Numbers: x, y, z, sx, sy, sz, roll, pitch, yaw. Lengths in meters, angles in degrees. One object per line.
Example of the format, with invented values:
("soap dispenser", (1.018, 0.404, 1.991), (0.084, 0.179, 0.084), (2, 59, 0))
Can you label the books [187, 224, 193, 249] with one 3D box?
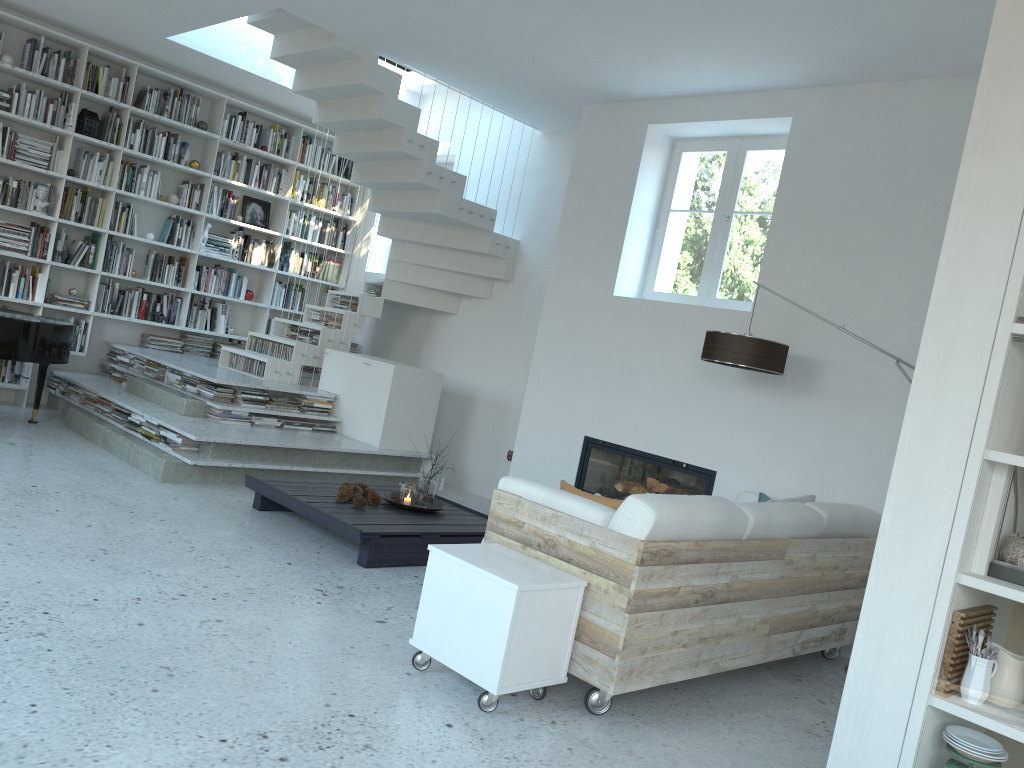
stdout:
("books", (-3.127, -1.416, 8.509), (0.013, 0.245, 0.158), (9, 3, -45))

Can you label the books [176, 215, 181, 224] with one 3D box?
("books", (-3.208, -1.455, 8.428), (0.013, 0.295, 0.153), (9, 4, -45))

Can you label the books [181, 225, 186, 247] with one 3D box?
("books", (-3.165, -1.411, 8.452), (0.012, 0.224, 0.177), (9, 3, -45))

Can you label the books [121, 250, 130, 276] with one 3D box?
("books", (-3.566, -1.114, 8.148), (0.015, 0.238, 0.176), (9, 3, -45))

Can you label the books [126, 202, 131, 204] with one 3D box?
("books", (-3.542, -1.516, 8.135), (0.011, 0.300, 0.088), (9, 4, -45))

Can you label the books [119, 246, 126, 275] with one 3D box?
("books", (-3.595, -1.133, 8.106), (0.012, 0.267, 0.182), (9, 3, -45))

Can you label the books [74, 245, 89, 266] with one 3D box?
("books", (-3.845, -1.141, 7.869), (0.091, 0.205, 0.169), (9, 3, -45))

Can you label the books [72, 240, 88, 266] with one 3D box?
("books", (-3.854, -1.161, 7.857), (0.094, 0.239, 0.149), (9, 3, -45))

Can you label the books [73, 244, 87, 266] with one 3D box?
("books", (-3.860, -1.150, 7.868), (0.090, 0.215, 0.139), (9, 3, -45))

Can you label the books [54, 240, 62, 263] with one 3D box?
("books", (-3.973, -1.158, 7.717), (0.027, 0.192, 0.182), (9, 3, -45))

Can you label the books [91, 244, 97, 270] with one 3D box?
("books", (-3.771, -1.142, 7.935), (0.021, 0.226, 0.148), (9, 3, -45))

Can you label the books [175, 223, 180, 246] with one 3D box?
("books", (-3.214, -1.417, 8.409), (0.013, 0.219, 0.187), (9, 3, -45))

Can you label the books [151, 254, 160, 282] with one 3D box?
("books", (-3.376, -1.095, 8.345), (0.015, 0.262, 0.149), (9, 4, -45))

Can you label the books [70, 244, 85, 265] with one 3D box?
("books", (-3.869, -1.149, 7.848), (0.090, 0.212, 0.143), (9, 3, -45))

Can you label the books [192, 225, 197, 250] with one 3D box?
("books", (-3.087, -1.409, 8.534), (0.010, 0.246, 0.158), (9, 3, -45))

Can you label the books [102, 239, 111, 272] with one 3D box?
("books", (-3.690, -1.164, 8.013), (0.018, 0.295, 0.177), (9, 4, -45))

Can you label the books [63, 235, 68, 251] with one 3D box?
("books", (-3.946, -1.184, 7.773), (0.035, 0.248, 0.140), (9, 4, -45))

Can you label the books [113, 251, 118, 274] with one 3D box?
("books", (-3.641, -1.116, 8.067), (0.013, 0.218, 0.160), (9, 3, -45))

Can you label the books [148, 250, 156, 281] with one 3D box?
("books", (-3.404, -1.114, 8.332), (0.016, 0.290, 0.131), (9, 4, -45))

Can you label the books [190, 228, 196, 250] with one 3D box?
("books", (-3.108, -1.396, 8.530), (0.023, 0.212, 0.164), (9, 3, -45))

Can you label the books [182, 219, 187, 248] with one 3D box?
("books", (-3.157, -1.436, 8.475), (0.032, 0.275, 0.154), (9, 4, -45))

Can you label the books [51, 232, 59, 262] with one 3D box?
("books", (-4.000, -1.195, 7.710), (0.028, 0.253, 0.142), (9, 4, -45))

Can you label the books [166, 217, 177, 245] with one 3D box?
("books", (-3.235, -1.444, 8.391), (0.021, 0.264, 0.174), (9, 3, -45))

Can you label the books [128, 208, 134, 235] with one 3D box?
("books", (-3.516, -1.486, 8.119), (0.007, 0.254, 0.160), (9, 3, -45))

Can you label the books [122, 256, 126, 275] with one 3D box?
("books", (-3.593, -1.089, 8.140), (0.013, 0.179, 0.140), (9, 3, -45))

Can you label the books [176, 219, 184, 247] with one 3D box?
("books", (-3.186, -1.435, 8.434), (0.018, 0.263, 0.164), (9, 3, -45))

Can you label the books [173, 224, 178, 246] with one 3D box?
("books", (-3.221, -1.413, 8.402), (0.006, 0.210, 0.187), (9, 3, -45))

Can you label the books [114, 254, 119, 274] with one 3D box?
("books", (-3.632, -1.098, 8.073), (0.013, 0.186, 0.183), (9, 3, -45))

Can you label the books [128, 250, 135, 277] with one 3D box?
("books", (-3.537, -1.116, 8.179), (0.013, 0.251, 0.172), (9, 3, -45))

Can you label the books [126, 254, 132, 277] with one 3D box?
("books", (-3.557, -1.097, 8.157), (0.014, 0.207, 0.180), (9, 3, -45))

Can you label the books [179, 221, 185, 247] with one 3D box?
("books", (-3.176, -1.431, 8.447), (0.015, 0.259, 0.152), (9, 4, -45))

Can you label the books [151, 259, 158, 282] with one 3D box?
("books", (-3.382, -1.072, 8.325), (0.016, 0.216, 0.177), (9, 3, -45))

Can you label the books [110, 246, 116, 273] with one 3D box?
("books", (-3.653, -1.134, 8.048), (0.013, 0.249, 0.165), (9, 3, -45))

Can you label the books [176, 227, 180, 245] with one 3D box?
("books", (-3.209, -1.422, 8.437), (0.007, 0.230, 0.146), (9, 3, -45))

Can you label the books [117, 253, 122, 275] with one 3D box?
("books", (-3.617, -1.105, 8.107), (0.013, 0.203, 0.166), (9, 3, -45))

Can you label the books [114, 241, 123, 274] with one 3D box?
("books", (-3.610, -1.151, 8.079), (0.014, 0.297, 0.175), (9, 4, -45))

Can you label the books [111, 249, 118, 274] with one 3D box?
("books", (-3.640, -1.120, 8.049), (0.011, 0.226, 0.187), (9, 3, -45))

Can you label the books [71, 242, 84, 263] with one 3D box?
("books", (-3.878, -1.158, 7.844), (0.095, 0.226, 0.144), (9, 3, -45))

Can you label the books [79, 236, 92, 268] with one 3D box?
("books", (-3.804, -1.178, 7.907), (0.013, 0.286, 0.138), (9, 4, -45))

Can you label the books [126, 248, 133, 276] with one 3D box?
("books", (-3.545, -1.122, 8.169), (0.014, 0.261, 0.141), (9, 4, -45))

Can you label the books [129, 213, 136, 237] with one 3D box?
("books", (-3.481, -1.456, 8.122), (0.051, 0.210, 0.176), (9, 3, -45))

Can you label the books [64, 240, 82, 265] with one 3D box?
("books", (-3.884, -1.159, 7.802), (0.095, 0.228, 0.189), (9, 3, -45))

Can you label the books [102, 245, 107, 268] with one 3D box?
("books", (-3.715, -1.140, 8.014), (0.011, 0.239, 0.136), (9, 4, -45))

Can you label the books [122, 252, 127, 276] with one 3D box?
("books", (-3.582, -1.109, 8.147), (0.008, 0.223, 0.133), (9, 4, -45))

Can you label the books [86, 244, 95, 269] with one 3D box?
("books", (-3.781, -1.142, 7.909), (0.029, 0.223, 0.170), (9, 3, -45))

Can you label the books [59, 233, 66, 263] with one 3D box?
("books", (-3.960, -1.195, 7.756), (0.012, 0.266, 0.157), (9, 4, -45))

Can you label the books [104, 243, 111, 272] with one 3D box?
("books", (-3.682, -1.155, 8.021), (0.006, 0.281, 0.155), (9, 4, -45))

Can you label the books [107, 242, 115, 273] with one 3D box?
("books", (-3.654, -1.151, 8.039), (0.005, 0.284, 0.159), (9, 4, -45))

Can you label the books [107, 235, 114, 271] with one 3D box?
("books", (-3.674, -1.185, 8.045), (0.007, 0.342, 0.149), (9, 4, -45))

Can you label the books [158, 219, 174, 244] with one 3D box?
("books", (-3.268, -1.437, 8.369), (0.056, 0.241, 0.153), (9, 3, -45))

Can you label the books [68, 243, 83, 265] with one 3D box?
("books", (-3.877, -1.149, 7.818), (0.089, 0.210, 0.175), (9, 3, -45))

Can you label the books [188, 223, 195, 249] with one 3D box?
("books", (-3.105, -1.415, 8.506), (0.011, 0.253, 0.169), (9, 3, -45))

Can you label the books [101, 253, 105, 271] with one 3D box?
("books", (-3.723, -1.115, 8.000), (0.015, 0.188, 0.168), (9, 3, -45))

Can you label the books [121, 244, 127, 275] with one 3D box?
("books", (-3.590, -1.142, 8.131), (0.006, 0.285, 0.159), (9, 4, -45))

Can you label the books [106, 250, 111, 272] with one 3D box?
("books", (-3.688, -1.118, 8.035), (0.013, 0.204, 0.153), (9, 3, -45))

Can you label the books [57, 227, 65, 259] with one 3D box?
("books", (-3.958, -1.215, 7.739), (0.013, 0.307, 0.141), (9, 4, -45))

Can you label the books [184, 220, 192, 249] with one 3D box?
("books", (-3.127, -1.429, 8.476), (0.012, 0.274, 0.183), (9, 3, -45))

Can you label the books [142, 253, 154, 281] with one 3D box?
("books", (-3.411, -1.096, 8.311), (0.019, 0.252, 0.130), (9, 4, -45))

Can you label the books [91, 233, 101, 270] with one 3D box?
("books", (-3.747, -1.188, 7.943), (0.014, 0.325, 0.182), (9, 4, -45))
